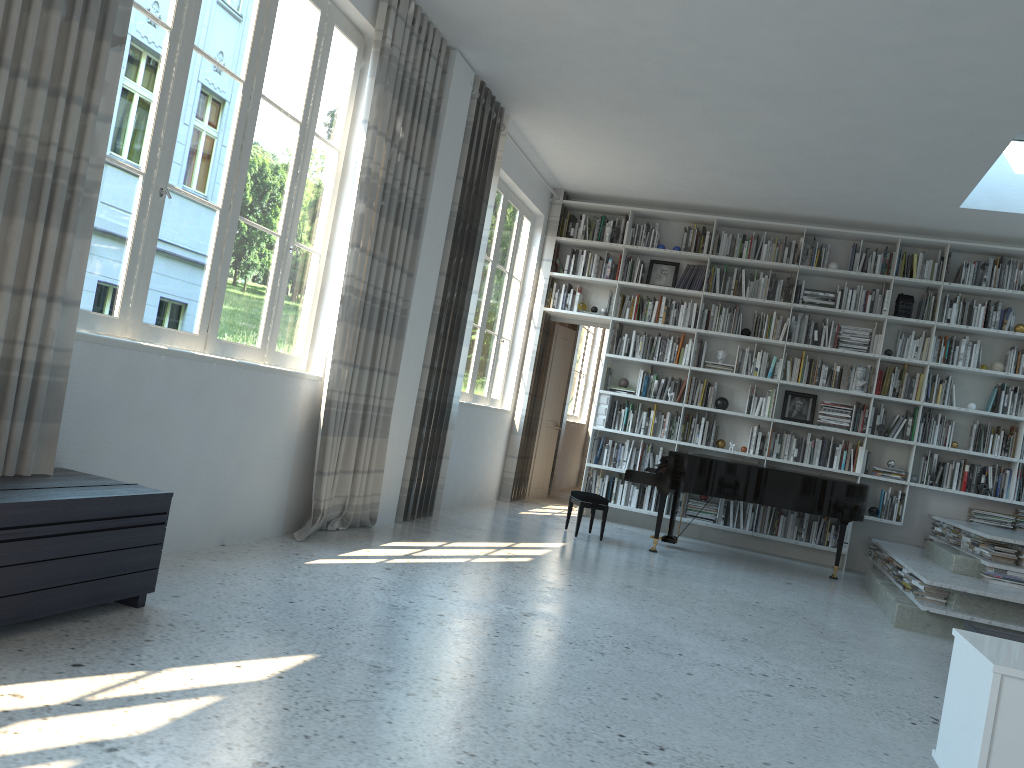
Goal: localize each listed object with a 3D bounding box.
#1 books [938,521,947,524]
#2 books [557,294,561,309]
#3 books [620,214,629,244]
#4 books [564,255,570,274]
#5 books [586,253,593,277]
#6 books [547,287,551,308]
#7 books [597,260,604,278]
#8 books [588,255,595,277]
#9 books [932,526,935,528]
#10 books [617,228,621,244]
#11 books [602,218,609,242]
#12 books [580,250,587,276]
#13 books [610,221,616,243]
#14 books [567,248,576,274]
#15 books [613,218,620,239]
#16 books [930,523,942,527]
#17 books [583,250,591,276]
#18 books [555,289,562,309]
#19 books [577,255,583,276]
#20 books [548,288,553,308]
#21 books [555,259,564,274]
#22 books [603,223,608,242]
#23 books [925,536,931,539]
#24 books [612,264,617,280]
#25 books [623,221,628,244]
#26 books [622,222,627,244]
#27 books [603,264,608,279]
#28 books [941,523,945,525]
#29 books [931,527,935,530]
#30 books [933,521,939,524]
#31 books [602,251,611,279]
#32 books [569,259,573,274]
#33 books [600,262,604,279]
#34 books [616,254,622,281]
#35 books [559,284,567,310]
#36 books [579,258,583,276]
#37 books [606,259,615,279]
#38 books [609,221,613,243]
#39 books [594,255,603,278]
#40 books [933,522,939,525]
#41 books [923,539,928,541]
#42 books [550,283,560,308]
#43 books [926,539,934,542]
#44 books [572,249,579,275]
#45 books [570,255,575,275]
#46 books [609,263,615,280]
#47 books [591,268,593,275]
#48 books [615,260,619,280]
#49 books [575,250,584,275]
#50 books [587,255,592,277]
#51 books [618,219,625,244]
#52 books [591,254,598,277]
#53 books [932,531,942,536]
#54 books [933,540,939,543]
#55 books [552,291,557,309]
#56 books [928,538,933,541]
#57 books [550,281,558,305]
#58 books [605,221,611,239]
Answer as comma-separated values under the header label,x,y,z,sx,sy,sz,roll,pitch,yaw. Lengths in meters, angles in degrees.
label,x,y,z,sx,sy,sz,roll,pitch,yaw
books,3.840,1.223,7.745,0.171,0.020,0.193,10,-2,11
books,0.505,-0.836,9.212,0.029,0.185,0.135,10,-1,16
books,1.150,-1.550,9.054,0.014,0.337,0.168,10,-1,16
books,0.585,-1.211,9.197,0.034,0.218,0.166,10,-1,16
books,0.799,-1.202,9.126,0.013,0.268,0.162,10,-1,16
books,0.399,-0.877,9.218,0.013,0.228,0.179,10,-1,16
books,0.913,-1.153,9.107,0.028,0.212,0.138,10,-1,16
books,0.825,-1.185,9.117,0.021,0.244,0.174,10,-1,16
books,3.916,1.320,8.020,0.156,0.009,0.287,10,-2,14
books,1.098,-1.481,9.070,0.028,0.185,0.168,10,-1,16
books,0.963,-1.549,9.115,0.013,0.275,0.158,10,-1,16
books,0.747,-1.220,9.130,0.021,0.286,0.179,10,-1,16
books,1.043,-1.528,9.084,0.027,0.259,0.147,10,-1,16
books,0.614,-1.246,9.193,0.011,0.296,0.162,10,-1,16
books,1.068,-1.540,9.090,0.013,0.292,0.154,10,-1,16
books,3.909,1.288,8.024,0.171,0.015,0.253,10,-2,11
books,0.780,-1.216,9.141,0.037,0.291,0.155,10,-1,16
books,0.483,-0.858,9.193,0.010,0.220,0.181,10,-1,16
books,0.719,-1.200,9.164,0.024,0.239,0.155,10,-1,16
books,0.411,-0.872,9.215,0.013,0.222,0.163,10,-1,16
books,0.510,-1.203,9.228,0.121,0.175,0.129,10,-1,16
books,0.975,-1.522,9.109,0.021,0.226,0.156,10,-1,16
books,3.866,1.410,8.064,0.173,0.009,0.240,9,-2,18
books,1.057,-1.117,9.055,0.026,0.188,0.154,10,-1,16
books,1.177,-1.503,9.011,0.024,0.252,0.235,10,-1,16
books,1.164,-1.508,9.054,0.025,0.259,0.138,10,-1,16
books,0.976,-1.128,9.086,0.031,0.182,0.151,10,-1,16
books,3.849,1.238,7.741,0.159,0.007,0.285,10,-2,15
books,3.908,1.329,8.021,0.179,0.012,0.262,10,-2,16
books,3.923,1.268,8.021,0.159,0.011,0.246,10,-2,13
books,0.962,-1.192,9.078,0.012,0.303,0.189,10,-1,16
books,0.625,-1.191,9.199,0.024,0.192,0.138,10,-1,16
books,0.940,-1.141,9.107,0.029,0.197,0.144,10,-1,16
books,1.098,-1.164,9.048,0.014,0.294,0.173,10,-1,16
books,0.533,-0.881,9.189,0.022,0.281,0.156,10,-1,16
books,0.729,-1.183,9.149,0.010,0.208,0.165,10,-1,16
books,1.003,-1.147,9.057,0.029,0.229,0.191,10,-1,16
books,1.020,-1.529,9.093,0.021,0.253,0.179,10,-1,16
books,0.883,-1.178,9.098,0.030,0.251,0.166,10,-1,16
books,3.921,1.278,8.021,0.167,0.008,0.234,10,-2,15
books,3.858,1.441,8.064,0.184,0.006,0.262,10,-2,17
books,0.445,-0.896,9.207,0.023,0.281,0.170,10,-1,16
books,3.866,1.434,8.062,0.159,0.009,0.210,9,-2,20
books,0.668,-1.231,9.157,0.023,0.282,0.186,10,-1,16
books,0.643,-1.207,9.168,0.022,0.228,0.172,10,-1,16
books,1.035,-1.124,9.076,0.029,0.195,0.146,10,-1,16
books,0.847,-1.174,9.141,0.011,0.231,0.135,10,-1,16
books,1.083,-1.136,9.063,0.014,0.235,0.144,10,-1,16
books,0.699,-1.228,9.172,0.028,0.288,0.133,10,-1,16
books,0.809,-1.190,9.122,0.012,0.249,0.192,10,-1,16
books,1.130,-1.527,9.063,0.022,0.286,0.175,10,-1,16
books,0.858,-1.188,9.106,0.025,0.261,0.167,10,-1,16
books,3.907,1.361,8.020,0.163,0.017,0.233,9,-2,18
books,3.793,1.393,7.761,0.149,0.014,0.228,10,-2,14
books,0.464,-0.849,9.206,0.029,0.197,0.160,10,-1,16
books,3.870,1.423,8.062,0.152,0.015,0.208,9,-2,21
books,0.436,-0.907,9.234,0.013,0.303,0.135,10,-1,16
books,0.995,-1.528,9.091,0.025,0.243,0.168,10,-1,16
